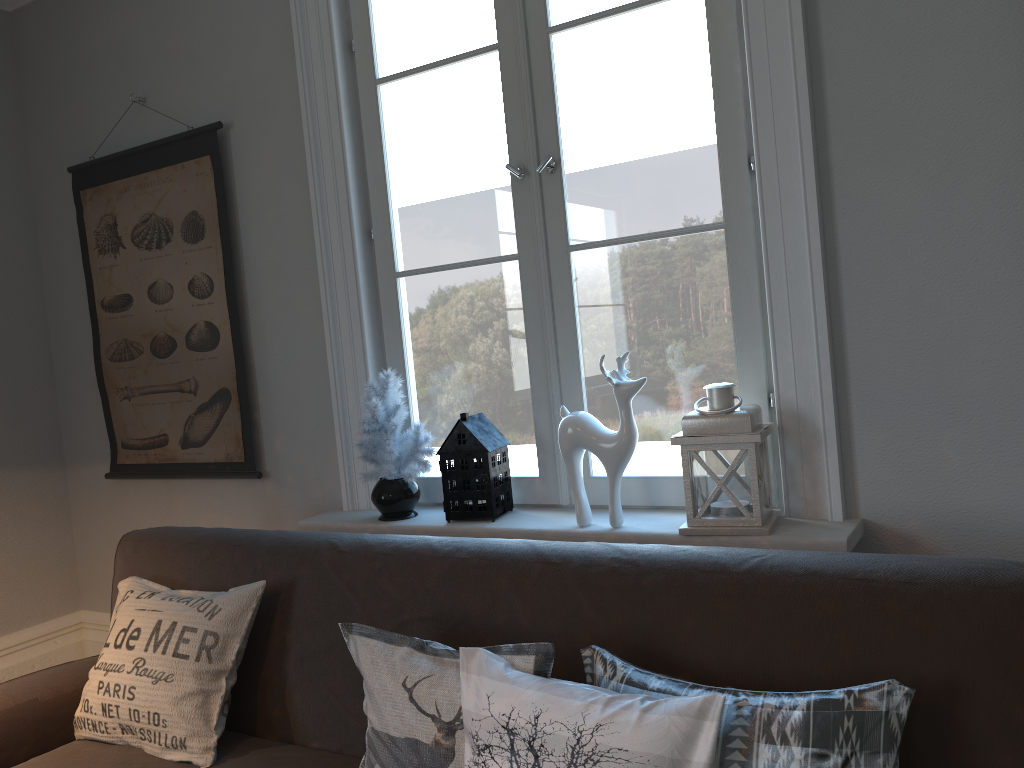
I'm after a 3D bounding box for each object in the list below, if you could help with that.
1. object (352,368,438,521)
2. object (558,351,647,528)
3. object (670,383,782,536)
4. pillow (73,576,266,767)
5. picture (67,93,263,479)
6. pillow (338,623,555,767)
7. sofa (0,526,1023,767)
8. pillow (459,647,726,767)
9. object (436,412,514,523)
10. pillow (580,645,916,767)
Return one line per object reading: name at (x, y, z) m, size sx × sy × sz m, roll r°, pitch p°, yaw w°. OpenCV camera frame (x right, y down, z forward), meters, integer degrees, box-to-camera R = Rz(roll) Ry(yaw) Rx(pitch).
object at (-0.341, 0.160, 2.491) m, size 0.248 × 0.423 × 0.263 m, roll -7°, pitch 3°, yaw -23°
object at (0.217, 0.134, 2.073) m, size 0.239 × 0.410 × 0.129 m, roll -4°, pitch 3°, yaw 27°
object at (0.479, 0.158, 1.987) m, size 0.193 × 0.322 × 0.193 m, roll -4°, pitch 3°, yaw 25°
pillow at (-0.789, 0.637, 2.017) m, size 0.519 × 0.368 × 0.240 m, roll -4°, pitch 3°, yaw 31°
picture at (-1.203, -0.327, 3.019) m, size 0.793 × 1.313 × 0.057 m, roll -4°, pitch 3°, yaw 31°
pillow at (-0.117, 0.607, 1.568) m, size 0.472 × 0.347 × 0.159 m, roll -4°, pitch 3°, yaw 28°
sofa at (-0.257, 0.776, 1.588) m, size 2.164 × 0.824 × 0.969 m, roll -4°, pitch 3°, yaw 31°
pillow at (0.093, 0.588, 1.353) m, size 0.471 × 0.309 × 0.188 m, roll -4°, pitch 3°, yaw 32°
object at (-0.097, 0.214, 2.361) m, size 0.155 × 0.284 × 0.155 m, roll -5°, pitch 3°, yaw 21°
pillow at (0.324, 0.579, 1.346) m, size 0.542 × 0.288 × 0.183 m, roll -4°, pitch 3°, yaw 32°
